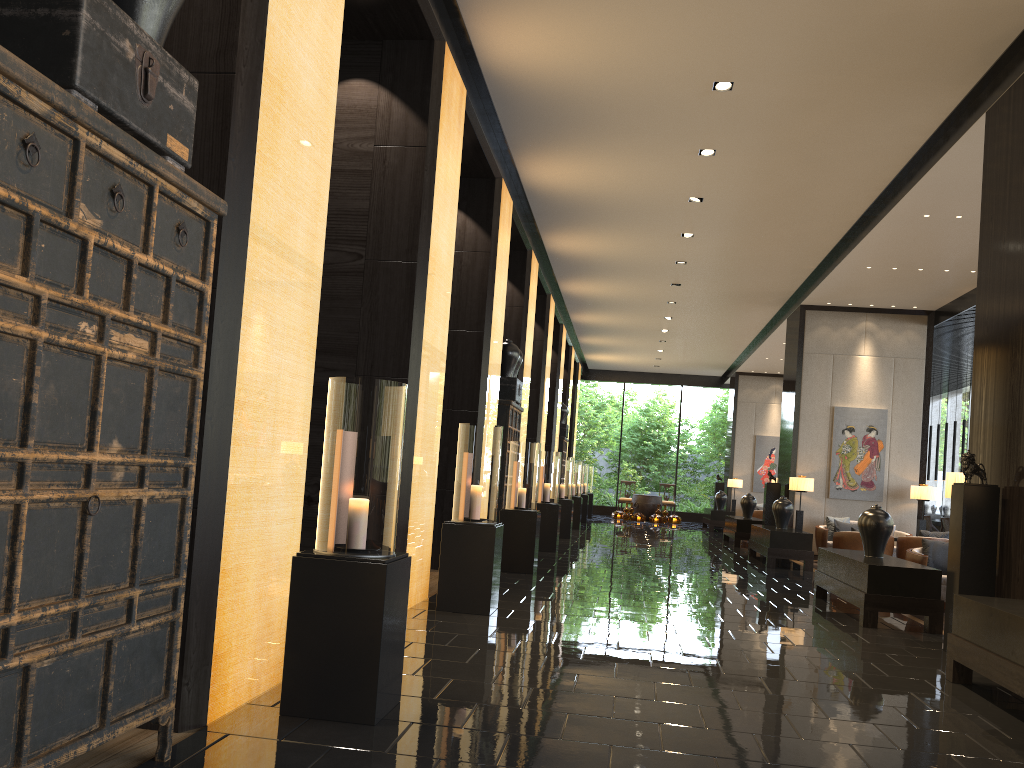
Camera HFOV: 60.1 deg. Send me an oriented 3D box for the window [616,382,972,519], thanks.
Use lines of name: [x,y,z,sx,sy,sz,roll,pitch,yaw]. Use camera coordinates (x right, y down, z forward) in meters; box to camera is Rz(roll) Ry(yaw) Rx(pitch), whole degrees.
window: [3.771,0.312,10.932,12.046,4.214,32.019,3,-6,8]

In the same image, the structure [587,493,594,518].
structure: [1.999,3.300,24.129,0.402,0.656,0.404,4,-3,8]

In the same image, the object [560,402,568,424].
object: [1.095,0.643,19.847,0.312,0.491,0.312,5,-4,-18]

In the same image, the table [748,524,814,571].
table: [3.987,2.416,13.215,0.620,0.511,1.968,4,-6,8]

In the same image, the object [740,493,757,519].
object: [4.551,2.339,17.045,0.311,0.491,0.313,2,-4,27]

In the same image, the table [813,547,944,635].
table: [3.320,1.858,8.173,0.620,0.511,1.968,4,-6,8]

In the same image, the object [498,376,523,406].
object: [-0.062,0.098,11.254,0.365,0.314,0.608,4,-5,8]

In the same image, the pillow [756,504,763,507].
pillow: [6.373,3.294,22.994,0.433,0.398,0.201,5,-3,-14]

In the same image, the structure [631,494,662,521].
structure: [3.799,3.495,25.003,0.873,0.708,0.877,4,-4,-4]

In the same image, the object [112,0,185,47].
object: [-1.168,-1.247,2.758,0.312,0.491,0.312,5,-3,-11]

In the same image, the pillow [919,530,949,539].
pillow: [5.720,2.169,12.034,0.398,0.361,0.223,4,-3,8]

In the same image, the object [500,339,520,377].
object: [-0.062,-0.323,11.115,0.312,0.491,0.312,6,-4,-26]

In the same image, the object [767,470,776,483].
object: [4.454,1.588,15.181,0.161,0.217,0.102,4,-3,-4]

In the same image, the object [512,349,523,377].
object: [-0.018,-0.287,11.444,0.312,0.491,0.312,5,-3,-11]

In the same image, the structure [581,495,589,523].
structure: [1.614,2.979,21.222,0.402,0.656,0.404,4,-3,8]

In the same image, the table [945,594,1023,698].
table: [2.813,1.435,4.344,0.620,0.511,1.968,4,-6,8]

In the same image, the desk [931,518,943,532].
desk: [7.809,2.230,9.776,1.779,0.757,28.854,3,-6,8]

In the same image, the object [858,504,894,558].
object: [3.387,1.367,8.258,0.312,0.491,0.312,5,-3,-11]

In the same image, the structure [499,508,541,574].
structure: [0.074,1.693,9.592,0.402,0.656,0.404,4,-3,8]

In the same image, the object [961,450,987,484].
object: [3.283,0.592,6.301,0.176,0.245,0.116,4,-3,8]

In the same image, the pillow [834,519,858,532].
pillow: [5.268,2.315,13.889,0.471,0.360,0.220,4,-3,5]

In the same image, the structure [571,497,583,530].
structure: [1.229,2.657,18.314,0.402,0.656,0.404,4,-3,8]

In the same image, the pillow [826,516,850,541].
pillow: [5.190,2.305,14.057,0.433,0.398,0.201,5,-3,-14]

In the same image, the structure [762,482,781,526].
structure: [4.424,2.296,15.136,0.240,1.214,0.241,4,-3,8]

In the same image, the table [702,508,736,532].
table: [5.165,3.400,22.110,0.620,0.511,1.968,4,-6,8]

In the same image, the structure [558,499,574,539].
structure: [0.844,2.336,15.407,0.402,0.656,0.404,4,-3,8]

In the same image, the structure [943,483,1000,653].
structure: [3.249,1.315,6.265,0.240,1.214,0.241,4,-3,8]

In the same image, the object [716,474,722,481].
object: [5.634,2.557,24.061,0.176,0.245,0.116,3,-3,13]

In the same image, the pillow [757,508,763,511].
pillow: [6.054,3.111,21.085,0.441,0.337,0.206,3,-3,15]

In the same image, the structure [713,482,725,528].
structure: [5.602,3.280,24.031,0.240,1.214,0.241,4,-3,8]

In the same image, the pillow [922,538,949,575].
pillow: [4.372,1.763,8.991,0.398,0.361,0.223,4,-3,8]

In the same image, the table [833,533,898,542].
table: [5.382,2.518,13.190,1.041,0.516,0.578,3,-4,8]

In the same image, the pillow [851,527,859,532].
pillow: [4.871,2.122,12.148,0.441,0.337,0.206,3,-3,15]

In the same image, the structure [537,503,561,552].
structure: [0.459,2.014,12.499,0.402,0.656,0.404,4,-3,8]

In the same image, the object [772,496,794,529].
object: [4.046,1.917,13.230,0.311,0.491,0.313,2,-4,27]

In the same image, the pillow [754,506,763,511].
pillow: [6.451,3.303,22.826,0.471,0.360,0.220,4,-3,5]

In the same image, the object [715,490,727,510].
object: [5.230,2.906,22.175,0.311,0.491,0.313,2,-4,27]

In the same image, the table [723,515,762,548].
table: [4.494,2.839,17.044,0.620,0.511,1.968,4,-6,8]

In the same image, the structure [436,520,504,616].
structure: [-0.311,1.371,6.684,0.402,0.656,0.404,4,-3,8]

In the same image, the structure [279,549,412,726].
structure: [-0.696,1.049,3.777,0.402,0.656,0.404,4,-3,8]
